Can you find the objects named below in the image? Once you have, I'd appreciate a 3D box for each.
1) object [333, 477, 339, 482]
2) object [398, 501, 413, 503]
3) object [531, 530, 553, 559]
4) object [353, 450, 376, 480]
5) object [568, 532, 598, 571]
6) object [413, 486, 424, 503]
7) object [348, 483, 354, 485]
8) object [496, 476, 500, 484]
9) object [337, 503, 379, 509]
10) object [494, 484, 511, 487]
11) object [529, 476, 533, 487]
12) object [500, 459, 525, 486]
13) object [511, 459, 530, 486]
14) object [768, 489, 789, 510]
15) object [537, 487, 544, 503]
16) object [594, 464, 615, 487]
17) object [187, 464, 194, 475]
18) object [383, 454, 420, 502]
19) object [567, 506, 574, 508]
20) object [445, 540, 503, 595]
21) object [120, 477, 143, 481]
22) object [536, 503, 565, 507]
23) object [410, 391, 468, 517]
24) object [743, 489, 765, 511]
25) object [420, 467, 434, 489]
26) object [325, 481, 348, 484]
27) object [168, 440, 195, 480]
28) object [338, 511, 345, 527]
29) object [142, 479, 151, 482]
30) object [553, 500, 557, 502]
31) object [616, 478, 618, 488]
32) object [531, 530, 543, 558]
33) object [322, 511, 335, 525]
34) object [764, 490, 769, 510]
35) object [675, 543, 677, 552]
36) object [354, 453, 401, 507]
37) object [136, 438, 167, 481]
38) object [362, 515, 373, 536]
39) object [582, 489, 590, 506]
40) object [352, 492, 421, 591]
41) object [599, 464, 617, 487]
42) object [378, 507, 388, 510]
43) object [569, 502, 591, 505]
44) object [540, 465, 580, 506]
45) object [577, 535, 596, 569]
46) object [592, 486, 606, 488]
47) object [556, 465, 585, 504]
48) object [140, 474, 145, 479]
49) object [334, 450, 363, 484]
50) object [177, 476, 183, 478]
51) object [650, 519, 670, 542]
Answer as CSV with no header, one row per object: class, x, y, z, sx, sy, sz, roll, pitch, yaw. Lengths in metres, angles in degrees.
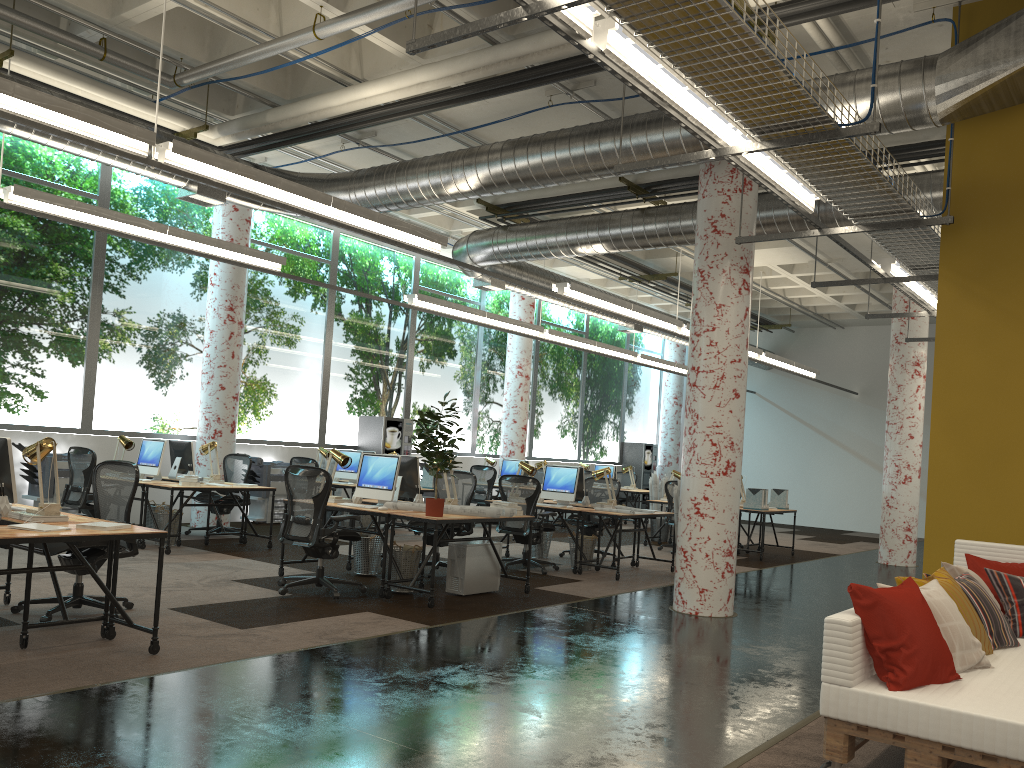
object,-2.616,1.355,13.186,0.101,0.209,0.101,4,-2,-8
object,-0.979,1.199,8.913,0.438,0.017,0.119,0,-6,37
object,0.364,2.027,11.447,0.358,0.434,0.354,2,-3,33
object,-2.267,1.265,13.519,0.483,0.484,0.190,2,-3,37
object,0.830,1.986,10.539,0.358,0.434,0.354,2,-3,33
object,-0.893,1.078,8.503,0.101,0.209,0.101,4,-2,-8
object,-2.283,1.416,12.568,0.059,0.029,0.106,1,-5,38
object,-0.235,1.762,16.374,0.101,0.209,0.101,4,-2,-8
object,-1.393,1.101,8.009,0.438,0.017,0.119,0,-6,37
object,-0.160,1.830,15.959,0.438,0.017,0.119,0,-6,37
object,0.340,1.806,16.452,0.101,0.209,0.101,4,-2,-8
object,0.008,1.621,16.127,0.483,0.484,0.190,2,-3,37
object,0.115,1.673,16.706,0.483,0.484,0.190,2,-3,37
object,4.204,1.817,13.943,0.280,0.302,0.151,2,-3,37
object,0.350,1.375,10.970,0.101,0.209,0.101,4,-2,-8
object,1.949,1.953,18.725,0.483,0.484,0.190,2,-3,37
object,-3.908,1.079,10.766,0.101,0.209,0.101,4,-2,-8
object,-1.118,0.944,8.757,0.483,0.484,0.190,2,-3,37
object,0.682,1.437,10.352,0.059,0.029,0.106,1,-5,38
object,-0.345,1.699,8.241,0.221,0.454,0.543,2,-4,37
object,-4.409,1.102,10.272,0.438,0.017,0.119,0,-6,37
object,0.424,1.443,10.554,0.438,0.017,0.119,0,-6,37
object,-0.647,0.579,7.485,0.513,1.076,0.440,3,-2,28
object,3.600,1.713,13.135,0.280,0.302,0.151,2,-3,37
object,-1.219,1.388,13.036,0.280,0.302,0.151,2,-3,37
object,-2.542,1.422,12.771,0.438,0.017,0.119,0,-6,37
object,-4.133,0.946,11.020,0.483,0.484,0.190,2,-3,37
object,-2.654,2.012,13.604,0.235,0.402,0.120,2,-2,38
object,-4.150,1.097,10.070,0.059,0.029,0.106,1,-5,38
object,0.580,1.534,11.662,0.059,0.029,0.106,1,-5,38
object,2.281,2.139,19.050,0.101,0.209,0.101,4,-2,-8
object,0.312,2.033,11.387,0.235,0.402,0.120,2,-2,38
object,-2.908,2.054,14.148,0.354,0.398,0.353,6,-3,-34
object,3.688,1.728,13.253,0.280,0.302,0.151,2,-3,37
object,2.087,2.089,10.418,0.353,0.398,0.353,4,-3,-8
object,-1.224,0.892,8.177,0.483,0.484,0.190,2,-3,37
object,-4.240,0.893,10.441,0.483,0.484,0.190,2,-3,37
object,-2.086,1.987,12.816,0.235,0.402,0.120,2,-2,38
object,0.924,1.419,11.048,0.101,0.209,0.101,4,-2,-8
object,-1.176,1.399,8.218,0.847,0.932,0.105,2,-2,32
object,2.056,2.005,19.304,0.483,0.484,0.190,2,-3,37
object,-1.135,1.095,7.807,0.059,0.029,0.106,1,-5,38
object,0.837,1.541,11.459,0.438,0.017,0.119,0,-6,37
object,0.593,1.233,10.723,0.483,0.484,0.190,2,-3,37
object,0.880,2.008,10.599,0.235,0.402,0.120,2,-2,38
object,1.780,2.162,18.556,0.438,0.017,0.119,0,-6,37
object,0.699,1.286,11.302,0.483,0.484,0.190,2,-3,37
object,-4.483,1.035,10.688,0.101,0.209,0.101,4,-2,-8
object,-2.633,1.572,13.109,1.077,1.207,0.191,2,-3,37
object,-4.253,1.193,11.380,0.059,0.029,0.106,1,-5,38
object,2.514,2.483,15.055,0.353,0.398,0.353,4,-3,-8
